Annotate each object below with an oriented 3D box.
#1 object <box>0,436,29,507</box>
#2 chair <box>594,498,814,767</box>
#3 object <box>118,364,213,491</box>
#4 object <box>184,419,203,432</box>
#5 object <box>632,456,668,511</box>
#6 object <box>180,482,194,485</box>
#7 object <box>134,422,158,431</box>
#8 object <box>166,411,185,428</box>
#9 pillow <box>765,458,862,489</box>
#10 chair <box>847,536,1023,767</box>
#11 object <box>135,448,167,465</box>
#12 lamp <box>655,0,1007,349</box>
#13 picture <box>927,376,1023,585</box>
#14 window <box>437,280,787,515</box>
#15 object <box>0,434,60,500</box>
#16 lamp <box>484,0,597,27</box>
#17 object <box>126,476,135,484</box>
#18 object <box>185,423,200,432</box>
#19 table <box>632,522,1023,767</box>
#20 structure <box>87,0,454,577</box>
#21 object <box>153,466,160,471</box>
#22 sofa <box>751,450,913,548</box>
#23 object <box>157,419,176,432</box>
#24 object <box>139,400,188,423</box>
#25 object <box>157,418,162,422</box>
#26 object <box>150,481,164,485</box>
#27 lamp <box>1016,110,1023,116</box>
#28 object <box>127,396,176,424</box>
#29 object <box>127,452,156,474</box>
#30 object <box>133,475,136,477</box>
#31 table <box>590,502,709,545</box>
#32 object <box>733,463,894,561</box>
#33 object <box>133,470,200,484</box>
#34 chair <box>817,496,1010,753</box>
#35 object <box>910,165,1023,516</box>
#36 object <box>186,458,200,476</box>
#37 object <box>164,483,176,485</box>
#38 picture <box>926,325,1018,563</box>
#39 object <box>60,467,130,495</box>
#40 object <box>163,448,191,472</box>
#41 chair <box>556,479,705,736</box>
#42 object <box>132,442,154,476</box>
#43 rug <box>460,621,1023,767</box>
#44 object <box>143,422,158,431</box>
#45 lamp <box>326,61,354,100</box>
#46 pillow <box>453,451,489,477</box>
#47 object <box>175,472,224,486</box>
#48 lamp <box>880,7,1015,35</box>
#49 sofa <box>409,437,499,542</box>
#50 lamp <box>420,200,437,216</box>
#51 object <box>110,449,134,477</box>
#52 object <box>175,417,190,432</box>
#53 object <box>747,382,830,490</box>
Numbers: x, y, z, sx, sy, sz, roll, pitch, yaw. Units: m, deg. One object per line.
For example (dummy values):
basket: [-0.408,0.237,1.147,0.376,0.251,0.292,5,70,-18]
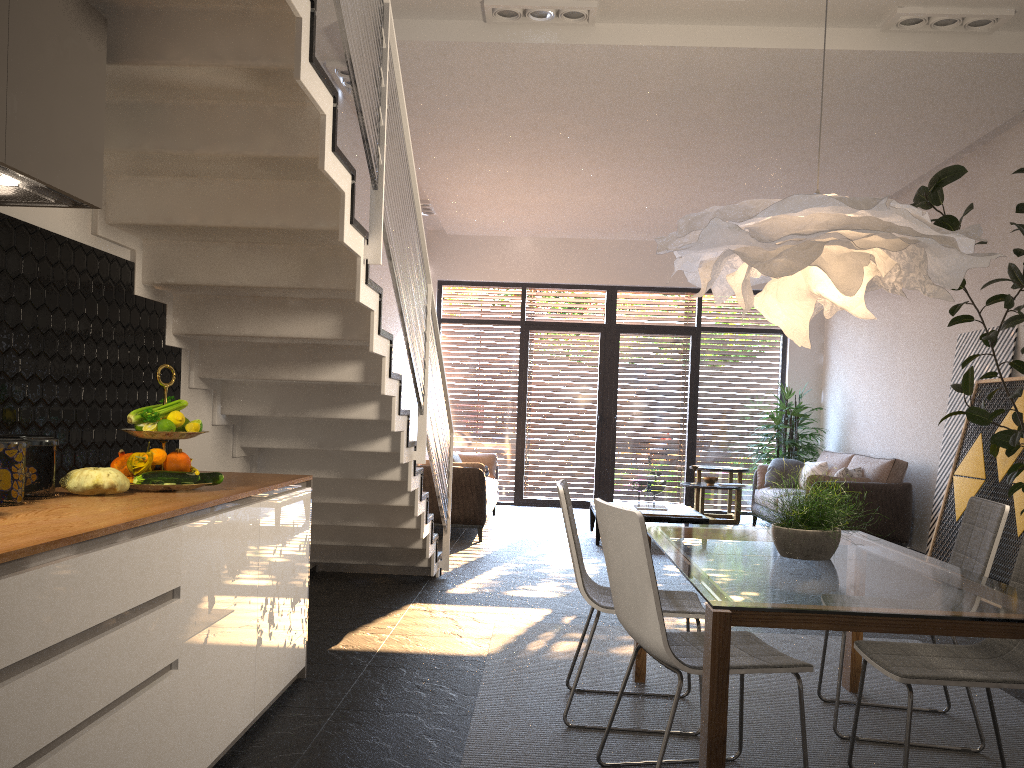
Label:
object: [-1.407,0.236,2.398,0.172,0.185,0.172,2,0,-39]
chair: [0.576,0.842,2.802,0.602,0.920,0.474,2,0,-12]
object: [-1.181,0.145,3.009,0.352,0.426,0.352,2,0,-4]
object: [-1.094,0.148,3.045,0.060,0.054,0.059,2,-1,36]
object: [0.436,-1.188,4.584,0.365,4.476,8.911,2,-1,14]
object: [-1.085,0.334,2.956,0.042,0.014,0.043,2,-2,13]
object: [-1.211,0.153,2.966,0.100,0.062,0.075,2,-1,-16]
object: [-1.134,0.118,2.985,0.068,0.058,0.071,2,-1,2]
pillow: [3.109,0.977,9.196,0.618,0.343,1.893,2,-2,2]
chair: [1.441,0.873,2.770,0.601,0.920,0.475,2,0,2]
object: [-1.181,0.240,2.911,0.059,0.056,0.127,2,-2,3]
lamp: [1.162,-2.718,3.082,1.117,5.216,1.061,2,1,13]
picture: [3.510,0.739,6.398,0.386,1.606,1.497,2,0,2]
window: [1.253,0.152,11.700,4.941,3.031,0.459,2,1,2]
object: [-1.417,0.242,2.580,0.172,0.185,0.172,2,0,-21]
lamp: [0.168,-2.178,5.161,0.645,0.066,0.253,2,-2,2]
object: [-1.263,0.312,2.924,0.090,0.051,0.068,3,-1,-31]
object: [-1.078,0.150,2.991,0.048,0.041,0.045,3,-1,-37]
table: [1.029,0.972,3.138,0.997,0.714,1.800,2,-2,2]
structure: [0.662,-2.879,2.101,4.234,8.314,8.460,2,0,2]
object: [-1.178,0.321,3.069,0.229,0.076,0.069,2,0,-7]
sofa: [3.227,1.165,9.157,0.993,0.920,2.321,2,-2,2]
object: [-1.149,0.146,2.938,0.065,0.060,0.062,2,-1,-2]
object: [-1.160,0.091,2.967,0.056,0.082,0.181,2,-1,31]
object: [-1.240,0.131,3.069,0.079,0.069,0.059,2,0,30]
object: [-1.148,0.321,2.863,0.042,0.020,0.043,3,-2,-36]
lamp: [3.692,-2.013,6.179,0.253,0.066,0.645,2,-2,2]
object: [-1.207,0.087,2.999,0.067,0.101,0.211,2,-1,17]
object: [-1.244,0.268,2.970,0.087,0.078,0.089,2,-1,37]
object: [-1.244,0.321,2.992,0.069,0.065,0.071,2,-1,32]
table: [1.319,1.386,8.771,1.049,0.307,1.116,2,-2,2]
object: [1.064,0.449,3.139,0.531,0.367,0.668,2,-1,-3]
object: [-1.140,0.307,2.917,0.217,0.044,0.054,4,-2,-41]
chair: [1.563,0.903,3.501,0.601,0.920,0.475,2,0,12]
object: [3.239,-0.107,5.322,0.908,3.202,2.009,2,0,-20]
object: [-1.113,0.275,3.010,0.154,0.076,0.079,1,-1,37]
object: [-1.128,0.334,2.914,0.043,0.017,0.041,1,-2,33]
picture: [3.681,0.560,7.148,0.207,2.020,0.957,2,1,2]
object: [-1.291,0.300,2.745,0.189,0.083,0.197,2,-2,11]
object: [-1.125,0.263,2.980,0.087,0.093,0.085,2,0,7]
chair: [0.463,0.865,3.556,0.601,0.920,0.475,2,0,5]
object: [-1.194,0.245,2.886,0.125,0.120,0.061,2,0,35]
rug: [1.022,1.326,3.162,2.370,0.006,3.687,2,-2,2]
object: [-1.189,0.150,2.920,0.049,0.050,0.052,2,-1,20]
lamp: [-1.129,-2.184,6.358,0.253,0.066,0.645,2,-2,2]
pillow: [-0.836,0.918,9.803,0.954,0.708,1.019,2,-1,26]
object: [-1.103,0.321,3.004,0.239,0.048,0.061,3,-1,-17]
lamp: [2.486,-2.096,5.075,0.645,0.066,0.253,2,-2,2]
sofa: [-0.679,1.027,9.302,0.993,0.920,2.321,2,-2,2]
lamp: [-0.984,-2.042,10.204,0.253,0.066,0.645,2,-2,2]
object: [-1.311,0.279,3.024,0.111,0.111,0.113,2,-1,-22]
object: [-1.164,0.150,3.070,0.101,0.078,0.096,2,-1,-2]
object: [3.339,0.825,10.770,0.979,1.724,0.912,2,0,-33]
